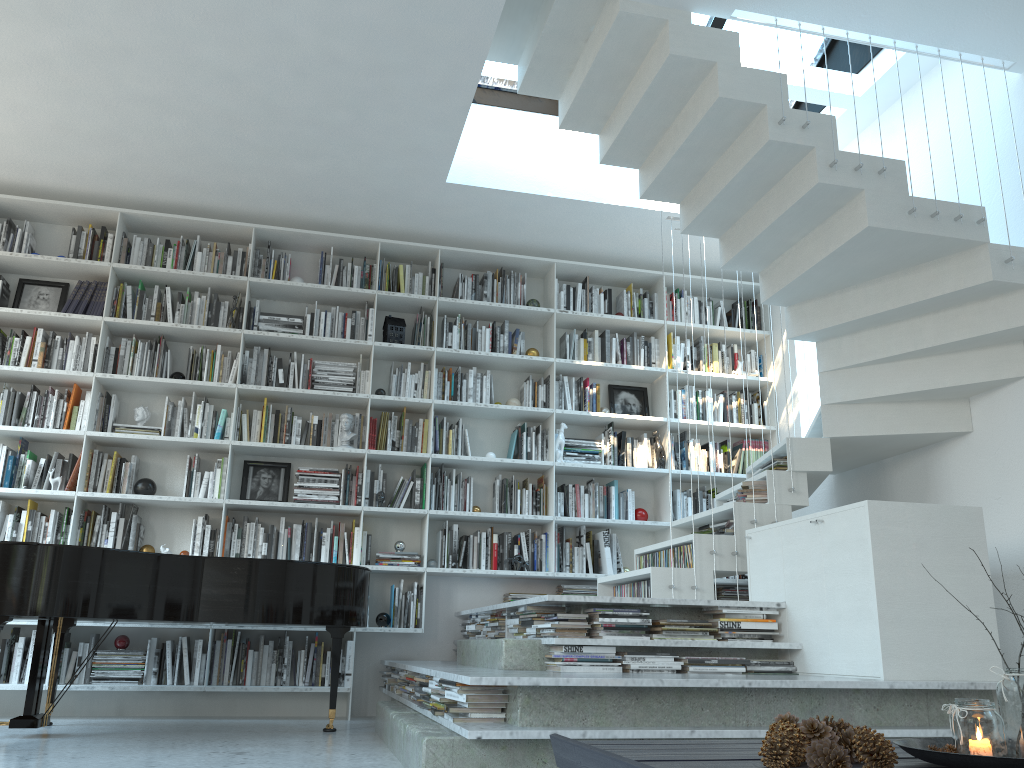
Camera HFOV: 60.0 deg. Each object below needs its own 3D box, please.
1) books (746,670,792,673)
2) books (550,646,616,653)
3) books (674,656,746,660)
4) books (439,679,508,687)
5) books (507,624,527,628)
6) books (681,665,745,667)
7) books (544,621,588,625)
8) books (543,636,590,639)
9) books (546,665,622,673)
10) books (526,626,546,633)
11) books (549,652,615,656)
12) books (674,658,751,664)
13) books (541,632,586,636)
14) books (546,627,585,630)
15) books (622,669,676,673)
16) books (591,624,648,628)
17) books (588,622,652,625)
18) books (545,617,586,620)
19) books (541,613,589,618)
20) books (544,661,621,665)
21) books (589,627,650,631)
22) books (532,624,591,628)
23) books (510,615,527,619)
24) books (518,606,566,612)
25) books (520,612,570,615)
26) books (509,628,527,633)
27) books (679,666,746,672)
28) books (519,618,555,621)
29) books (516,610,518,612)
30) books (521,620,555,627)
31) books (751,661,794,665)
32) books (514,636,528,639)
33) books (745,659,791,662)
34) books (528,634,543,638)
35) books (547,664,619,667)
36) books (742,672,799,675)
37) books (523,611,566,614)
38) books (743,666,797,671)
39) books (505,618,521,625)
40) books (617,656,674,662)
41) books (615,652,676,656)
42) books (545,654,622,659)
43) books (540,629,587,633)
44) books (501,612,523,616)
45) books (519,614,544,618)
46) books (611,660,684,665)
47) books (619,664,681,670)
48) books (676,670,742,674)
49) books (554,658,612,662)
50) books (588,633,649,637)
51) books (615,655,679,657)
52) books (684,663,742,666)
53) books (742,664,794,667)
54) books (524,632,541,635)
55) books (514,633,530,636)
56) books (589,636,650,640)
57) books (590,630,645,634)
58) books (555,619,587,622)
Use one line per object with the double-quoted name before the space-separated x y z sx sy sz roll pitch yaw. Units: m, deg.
"books" 1.102 1.256 3.874 0.179 0.010 0.160 5 -17 -13
"books" 0.294 1.109 3.707 0.234 0.025 0.158 6 -17 -17
"books" 0.839 1.181 3.822 0.275 0.008 0.177 5 -17 -13
"books" -0.143 1.079 3.200 0.192 0.014 0.257 6 -17 -16
"books" 0.077 1.227 4.482 0.178 0.015 0.188 3 -17 -8
"books" 0.846 1.213 3.813 0.254 0.005 0.161 6 -17 -16
"books" 0.240 1.066 3.944 0.137 0.012 0.243 5 -17 -12
"books" 0.238 1.122 3.928 0.144 0.009 0.250 5 -17 -12
"books" 0.296 1.179 3.671 0.262 0.023 0.200 5 -17 -14
"books" 0.164 1.163 4.194 0.155 0.028 0.190 5 -17 -12
"books" 0.290 1.130 3.715 0.257 0.010 0.132 4 -17 -9
"books" 0.848 1.192 3.811 0.287 0.018 0.190 5 -17 -13
"books" 0.223 1.110 3.927 0.161 0.014 0.213 4 -17 -9
"books" 0.236 1.087 3.937 0.134 0.006 0.227 4 -17 -9
"books" 0.566 1.213 3.754 0.208 0.015 0.153 5 -17 -14
"books" 0.466 1.064 3.893 0.210 0.012 0.168 5 -17 -12
"books" 0.466 1.054 3.898 0.260 0.009 0.153 4 -17 -10
"books" 0.236 1.045 3.949 0.132 0.009 0.270 4 -17 -9
"books" 0.233 1.034 3.951 0.149 0.014 0.229 5 -17 -14
"books" 0.292 1.163 3.695 0.285 0.008 0.160 5 -17 -14
"books" 0.468 1.073 3.879 0.215 0.013 0.190 5 -17 -13
"books" 0.217 1.076 3.935 0.185 0.014 0.298 5 -17 -13
"books" 0.093 1.185 4.498 0.145 0.017 0.209 6 -17 -17
"books" 0.142 1.072 4.214 0.189 0.022 0.238 3 -17 -8
"books" 0.155 1.094 4.211 0.171 0.007 0.261 5 -17 -14
"books" 0.088 1.247 4.479 0.167 0.024 0.193 5 -17 -12
"books" 0.847 1.223 3.805 0.250 0.018 0.178 4 -17 -10
"books" 0.151 1.119 4.203 0.187 0.009 0.251 5 -17 -12
"books" 0.100 1.158 4.507 0.134 0.014 0.182 3 -17 -8
"books" 0.156 1.136 4.200 0.177 0.026 0.231 5 -17 -12
"books" 1.100 1.224 3.895 0.229 0.014 0.133 5 -17 -13
"books" 0.096 1.279 4.472 0.132 0.016 0.263 3 -17 -8
"books" 1.100 1.214 3.897 0.215 0.007 0.131 4 -17 -11
"books" 0.162 1.193 4.185 0.142 0.020 0.231 3 -17 -8
"books" 0.292 1.170 3.693 0.264 0.006 0.165 5 -17 -12
"books" 1.103 1.262 3.868 0.261 0.006 0.152 6 -17 -16
"books" 0.155 1.087 4.213 0.170 0.008 0.209 4 -17 -10
"books" 1.102 1.243 3.880 0.234 0.017 0.152 5 -17 -12
"books" 0.083 1.207 4.489 0.174 0.029 0.251 5 -17 -14
"books" 0.566 1.170 3.774 0.211 0.018 0.135 4 -17 -10
"books" 0.567 1.149 3.776 0.220 0.013 0.149 5 -17 -13
"books" 0.293 1.137 3.700 0.292 0.012 0.160 4 -17 -10
"books" 0.229 1.096 3.932 0.152 0.015 0.208 6 -17 -15
"books" 0.071 1.169 4.497 0.192 0.014 0.257 6 -17 -16
"books" 0.154 1.104 4.208 0.168 0.013 0.282 6 -17 -15
"books" 0.568 1.181 3.759 0.272 0.012 0.159 5 -17 -14
"books" 0.570 1.193 3.745 0.232 0.019 0.170 6 -17 -17
"books" 0.842 1.241 3.821 0.249 0.009 0.144 5 -17 -13
"books" 0.294 1.148 3.693 0.210 0.012 0.168 4 -17 -9
"books" 0.464 1.101 3.890 0.227 0.012 0.149 5 -17 -14
"books" 0.567 1.157 3.772 0.242 0.005 0.153 5 -17 -12
"books" 0.842 1.211 3.832 0.273 0.009 0.129 4 -17 -10
"books" 1.101 1.233 3.887 0.225 0.007 0.133 4 -17 -9
"books" 0.159 1.180 4.188 0.154 0.007 0.293 4 -17 -10
"books" 0.105 1.266 4.478 0.136 0.013 0.259 5 -17 -12
"books" 0.467 1.110 3.873 0.216 0.015 0.178 5 -17 -14
"books" 0.463 1.091 3.898 0.207 0.012 0.132 6 -17 -16
"books" 0.262 1.057 3.952 0.091 0.011 0.190 5 -17 -14
